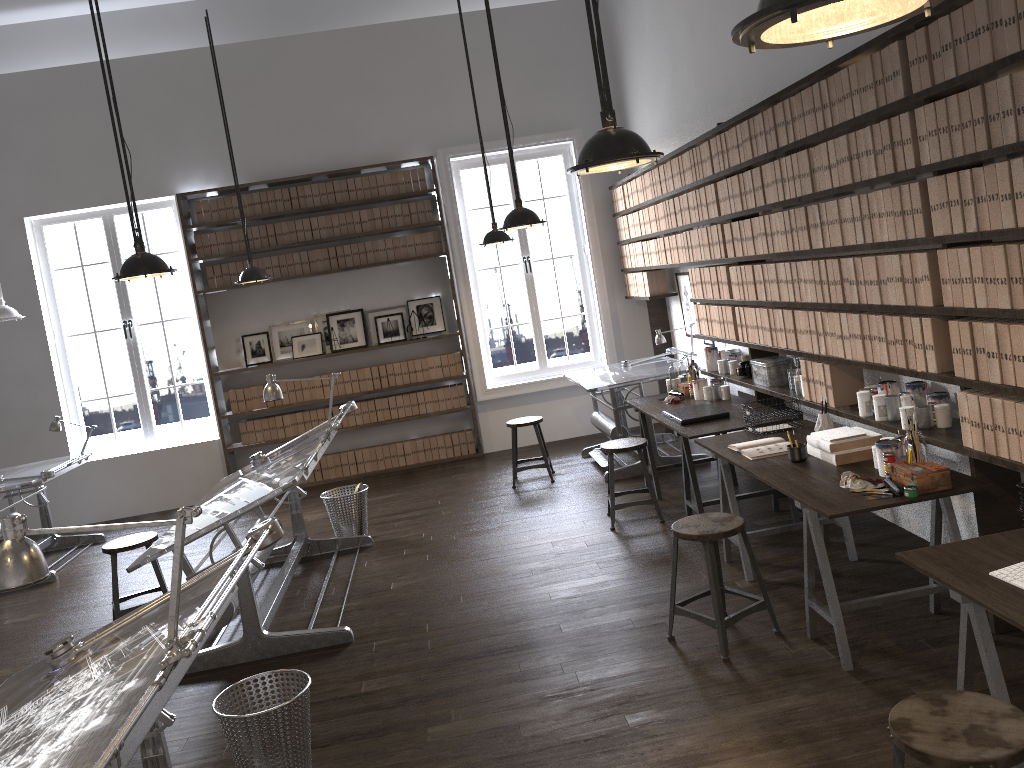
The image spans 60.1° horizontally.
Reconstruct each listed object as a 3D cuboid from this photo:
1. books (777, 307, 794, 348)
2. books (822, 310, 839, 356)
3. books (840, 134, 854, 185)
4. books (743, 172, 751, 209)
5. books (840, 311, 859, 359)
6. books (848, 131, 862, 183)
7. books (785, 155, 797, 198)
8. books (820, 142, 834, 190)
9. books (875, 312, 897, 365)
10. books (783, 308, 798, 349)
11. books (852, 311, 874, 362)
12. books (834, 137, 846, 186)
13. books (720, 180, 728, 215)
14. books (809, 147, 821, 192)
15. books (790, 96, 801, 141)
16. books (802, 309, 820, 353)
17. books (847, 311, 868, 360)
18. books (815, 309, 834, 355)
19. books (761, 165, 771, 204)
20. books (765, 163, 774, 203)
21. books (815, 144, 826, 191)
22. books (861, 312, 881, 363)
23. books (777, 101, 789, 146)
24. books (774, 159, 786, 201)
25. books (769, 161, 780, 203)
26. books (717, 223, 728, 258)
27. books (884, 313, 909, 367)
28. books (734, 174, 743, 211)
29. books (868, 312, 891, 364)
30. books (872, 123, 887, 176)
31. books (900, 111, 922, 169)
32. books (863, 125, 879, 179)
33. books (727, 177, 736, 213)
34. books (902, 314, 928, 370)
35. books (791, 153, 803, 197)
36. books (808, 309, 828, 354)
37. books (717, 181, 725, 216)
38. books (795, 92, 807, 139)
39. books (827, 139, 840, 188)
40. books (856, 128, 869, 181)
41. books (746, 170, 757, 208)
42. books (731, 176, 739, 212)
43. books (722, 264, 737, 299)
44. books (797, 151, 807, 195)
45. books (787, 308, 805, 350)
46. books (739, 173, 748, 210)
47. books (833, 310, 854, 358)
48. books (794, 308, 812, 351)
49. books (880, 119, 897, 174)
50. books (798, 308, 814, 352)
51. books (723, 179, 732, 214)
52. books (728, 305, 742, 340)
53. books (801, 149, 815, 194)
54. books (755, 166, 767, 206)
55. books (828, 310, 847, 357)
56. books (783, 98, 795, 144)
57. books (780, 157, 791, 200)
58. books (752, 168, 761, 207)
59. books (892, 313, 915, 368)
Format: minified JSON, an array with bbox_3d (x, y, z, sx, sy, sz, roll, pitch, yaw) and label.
[{"bbox_3d":[1.622,-0.327,5.050,0.174,0.225,0.067,-10,4,-5],"label":"books"},{"bbox_3d":[1.681,-0.268,4.490,0.174,0.225,0.067,-10,4,-5],"label":"books"},{"bbox_3d":[1.587,-1.019,3.989,0.174,0.225,0.067,-10,4,-5],"label":"books"},{"bbox_3d":[1.473,-1.154,5.235,0.174,0.225,0.067,-10,4,-5],"label":"books"},{"bbox_3d":[1.697,-0.244,4.279,0.174,0.225,0.067,-10,4,-5],"label":"books"},{"bbox_3d":[1.599,-1.013,3.922,0.174,0.225,0.067,-10,4,-5],"label":"books"},{"bbox_3d":[1.530,-1.085,4.599,0.174,0.225,0.067,-10,4,-5],"label":"books"},{"bbox_3d":[1.569,-1.041,4.190,0.174,0.225,0.067,-10,4,-5],"label":"books"},{"bbox_3d":[1.728,-0.208,3.942,0.174,0.225,0.067,-10,4,-5],"label":"books"},{"bbox_3d":[1.633,-0.320,4.980,0.174,0.225,0.067,-10,4,-5],"label":"books"},{"bbox_3d":[1.706,-0.230,4.149,0.174,0.225,0.067,-10,4,-5],"label":"books"},{"bbox_3d":[1.585,-1.027,4.056,0.174,0.225,0.067,-10,4,-5],"label":"books"},{"bbox_3d":[1.433,-1.198,5.643,0.174,0.225,0.067,-10,4,-5],"label":"books"},{"bbox_3d":[1.561,-1.057,4.330,0.174,0.225,0.067,-10,4,-5],"label":"books"},{"bbox_3d":[1.504,-1.344,4.447,0.174,0.225,0.067,-10,4,-5],"label":"books"},{"bbox_3d":[1.653,-0.289,4.703,0.174,0.225,0.067,-10,4,-5],"label":"books"},{"bbox_3d":[1.705,-0.238,4.216,0.174,0.225,0.067,-10,4,-5],"label":"books"},{"bbox_3d":[1.670,-0.274,4.559,0.174,0.225,0.067,-10,4,-5],"label":"books"},{"bbox_3d":[1.502,-1.123,4.946,0.174,0.225,0.067,-10,4,-5],"label":"books"},{"bbox_3d":[1.506,-1.116,4.880,0.174,0.225,0.067,-10,4,-5],"label":"books"},{"bbox_3d":[1.566,-1.049,4.260,0.174,0.225,0.067,-10,4,-5],"label":"books"},{"bbox_3d":[1.718,-0.224,4.083,0.174,0.225,0.067,-10,4,-5],"label":"books"},{"bbox_3d":[1.484,-1.358,4.587,0.174,0.225,0.067,-10,4,-5],"label":"books"},{"bbox_3d":[1.514,-1.100,4.745,0.174,0.225,0.067,-10,4,-5],"label":"books"},{"bbox_3d":[1.507,-1.108,4.817,0.174,0.225,0.067,-10,4,-5],"label":"books"},{"bbox_3d":[1.461,-0.953,5.833,0.174,0.225,0.067,-10,4,-5],"label":"books"},{"bbox_3d":[1.739,-0.201,3.871,0.174,0.225,0.067,-10,4,-5],"label":"books"},{"bbox_3d":[1.454,-1.168,5.372,0.174,0.225,0.067,-10,4,-5],"label":"books"},{"bbox_3d":[1.725,-0.216,4.012,0.174,0.225,0.067,-10,4,-5],"label":"books"},{"bbox_3d":[1.620,-0.991,3.711,0.174,0.225,0.067,-10,4,-5],"label":"books"},{"bbox_3d":[1.639,-0.966,3.487,0.174,0.225,0.067,-10,4,-5],"label":"books"},{"bbox_3d":[1.609,-0.998,3.781,0.174,0.225,0.067,-10,4,-5],"label":"books"},{"bbox_3d":[1.445,-1.182,5.501,0.174,0.225,0.067,-10,4,-5],"label":"books"},{"bbox_3d":[1.754,-0.185,3.723,0.174,0.225,0.067,-10,4,-5],"label":"books"},{"bbox_3d":[1.538,-1.078,4.527,0.174,0.225,0.067,-10,4,-5],"label":"books"},{"bbox_3d":[1.660,-0.282,4.631,0.174,0.225,0.067,-10,4,-5],"label":"books"},{"bbox_3d":[1.429,-1.205,5.713,0.174,0.225,0.067,-10,4,-5],"label":"books"},{"bbox_3d":[1.509,-1.336,4.377,0.174,0.225,0.067,-10,4,-5],"label":"books"},{"bbox_3d":[1.578,-1.034,4.118,0.174,0.225,0.067,-10,4,-5],"label":"books"},{"bbox_3d":[1.606,-1.006,3.852,0.174,0.225,0.067,-10,4,-5],"label":"books"},{"bbox_3d":[1.476,-1.146,5.164,0.174,0.225,0.067,-10,4,-5],"label":"books"},{"bbox_3d":[1.453,-1.176,5.439,0.174,0.225,0.067,-10,4,-5],"label":"books"},{"bbox_3d":[1.498,-0.680,5.848,0.174,0.225,0.067,-10,4,-5],"label":"books"},{"bbox_3d":[1.546,-1.071,4.465,0.174,0.225,0.067,-10,4,-5],"label":"books"},{"bbox_3d":[1.635,-0.311,4.904,0.174,0.225,0.067,-10,4,-5],"label":"books"},{"bbox_3d":[1.467,-1.161,5.305,0.174,0.225,0.067,-10,4,-5],"label":"books"},{"bbox_3d":[1.688,-0.252,4.350,0.174,0.225,0.067,-10,4,-5],"label":"books"},{"bbox_3d":[1.647,-0.304,4.831,0.174,0.225,0.067,-10,4,-5],"label":"books"},{"bbox_3d":[1.622,-0.982,3.636,0.174,0.225,0.067,-10,4,-5],"label":"books"},{"bbox_3d":[1.651,-0.297,4.766,0.174,0.225,0.067,-10,4,-5],"label":"books"},{"bbox_3d":[1.436,-1.189,5.573,0.174,0.225,0.067,-10,4,-5],"label":"books"},{"bbox_3d":[1.542,-0.415,5.871,0.174,0.225,0.067,-10,4,-5],"label":"books"},{"bbox_3d":[1.548,-1.063,4.398,0.174,0.225,0.067,-10,4,-5],"label":"books"},{"bbox_3d":[1.489,-1.130,5.019,0.174,0.225,0.067,-10,4,-5],"label":"books"},{"bbox_3d":[1.685,-0.260,4.421,0.174,0.225,0.067,-10,4,-5],"label":"books"},{"bbox_3d":[1.494,-1.350,4.516,0.174,0.225,0.067,-10,4,-5],"label":"books"},{"bbox_3d":[1.524,-1.093,4.674,0.174,0.225,0.067,-10,4,-5],"label":"books"},{"bbox_3d":[1.487,-1.139,5.094,0.174,0.225,0.067,-10,4,-5],"label":"books"},{"bbox_3d":[1.741,-0.192,3.796,0.174,0.225,0.067,-10,4,-5],"label":"books"}]
